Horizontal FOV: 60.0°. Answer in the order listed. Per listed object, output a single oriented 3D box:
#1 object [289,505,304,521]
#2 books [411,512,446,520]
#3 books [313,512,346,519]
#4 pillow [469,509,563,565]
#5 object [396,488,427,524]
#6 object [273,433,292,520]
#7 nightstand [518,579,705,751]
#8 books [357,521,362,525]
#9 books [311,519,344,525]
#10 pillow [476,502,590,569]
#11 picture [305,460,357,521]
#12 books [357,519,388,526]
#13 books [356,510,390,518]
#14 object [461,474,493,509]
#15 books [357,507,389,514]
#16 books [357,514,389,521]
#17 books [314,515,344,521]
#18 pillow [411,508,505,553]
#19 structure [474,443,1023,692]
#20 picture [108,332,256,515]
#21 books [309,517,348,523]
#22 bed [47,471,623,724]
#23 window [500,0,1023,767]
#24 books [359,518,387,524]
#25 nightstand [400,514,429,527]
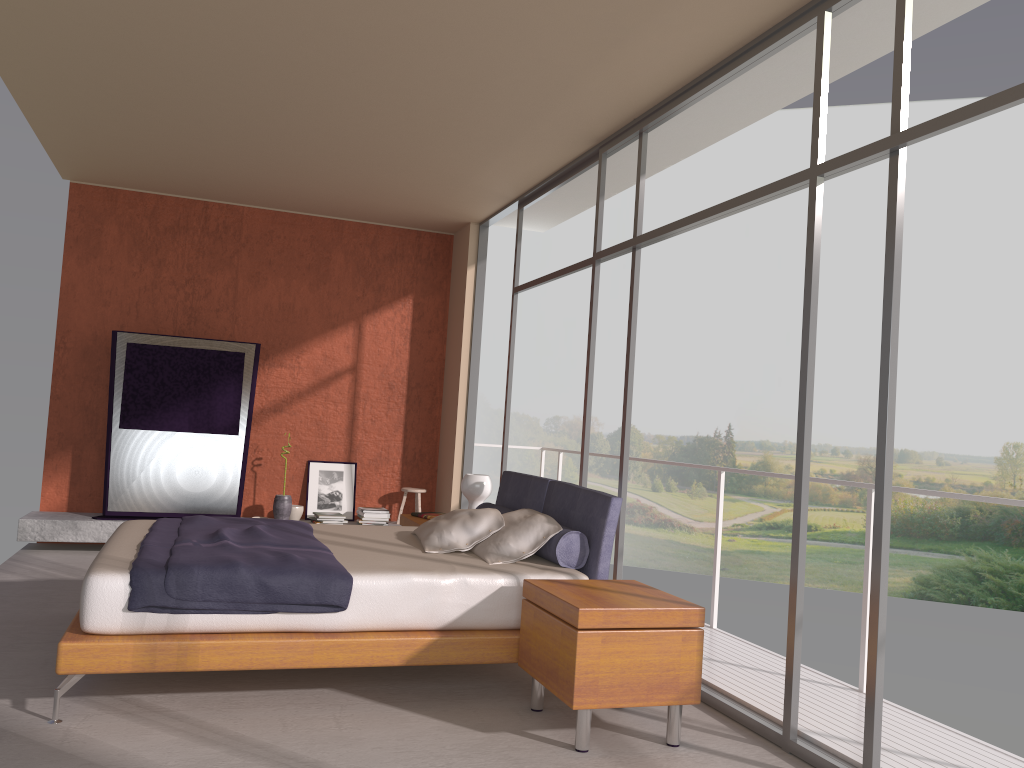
[{"bbox_3d":[-2.012,1.188,8.153,0.179,0.137,0.180,4,-3,-6],"label":"object"},{"bbox_3d":[-0.547,0.952,6.383,0.247,0.025,0.287,6,-4,-38],"label":"books"},{"bbox_3d":[-1.665,1.196,8.078,0.247,0.018,0.328,5,-3,-22],"label":"books"},{"bbox_3d":[-0.026,0.813,4.766,0.400,0.265,0.791,5,-3,-16],"label":"pillow"},{"bbox_3d":[-0.934,1.173,8.454,0.260,0.349,0.257,1,-4,40],"label":"object"},{"bbox_3d":[-2.042,0.839,7.972,0.165,0.810,0.165,4,-3,4],"label":"object"},{"bbox_3d":[0.401,1.172,3.791,0.562,0.556,0.628,5,-3,-19],"label":"nightstand"},{"bbox_3d":[-1.287,1.297,8.179,0.247,0.018,0.328,5,-3,-17],"label":"books"},{"bbox_3d":[-1.684,1.261,8.071,0.247,0.025,0.287,5,-3,-22],"label":"books"},{"bbox_3d":[0.073,0.846,5.089,0.205,0.201,1.470,5,-3,-19],"label":"pillow"},{"bbox_3d":[-1.706,1.009,8.373,0.458,0.550,0.117,5,-3,-19],"label":"picture"},{"bbox_3d":[-1.288,1.279,8.186,0.247,0.018,0.287,5,-3,-19],"label":"books"},{"bbox_3d":[-1.280,1.198,8.184,0.247,0.038,0.319,5,-3,-22],"label":"books"},{"bbox_3d":[-0.250,0.801,6.179,0.224,0.338,0.224,4,-3,-8],"label":"object"},{"bbox_3d":[-1.280,1.167,8.192,0.247,0.025,0.287,5,-3,-19],"label":"books"},{"bbox_3d":[-1.282,1.230,8.183,0.247,0.027,0.328,5,-3,-17],"label":"books"},{"bbox_3d":[-1.664,1.217,8.072,0.247,0.025,0.287,5,-3,-17],"label":"books"},{"bbox_3d":[-0.318,0.818,5.044,0.431,0.264,0.869,4,-3,-11],"label":"pillow"},{"bbox_3d":[1.204,0.981,4.808,0.728,1.005,7.689,5,-3,-19],"label":"structure"},{"bbox_3d":[-2.842,0.349,7.611,1.129,1.496,0.126,5,-3,-19],"label":"picture"},{"bbox_3d":[-1.673,1.239,8.084,0.247,0.018,0.328,6,-4,-34],"label":"books"},{"bbox_3d":[-0.916,0.942,4.756,2.462,0.959,2.017,5,-3,-19],"label":"bed"},{"bbox_3d":[0.954,-0.036,4.544,0.075,3.133,6.106,5,-3,-19],"label":"window"},{"bbox_3d":[-1.281,1.257,8.162,0.247,0.025,0.287,4,-3,-8],"label":"books"},{"bbox_3d":[-0.470,1.244,6.283,0.562,0.556,0.628,5,-3,-19],"label":"nightstand"}]
